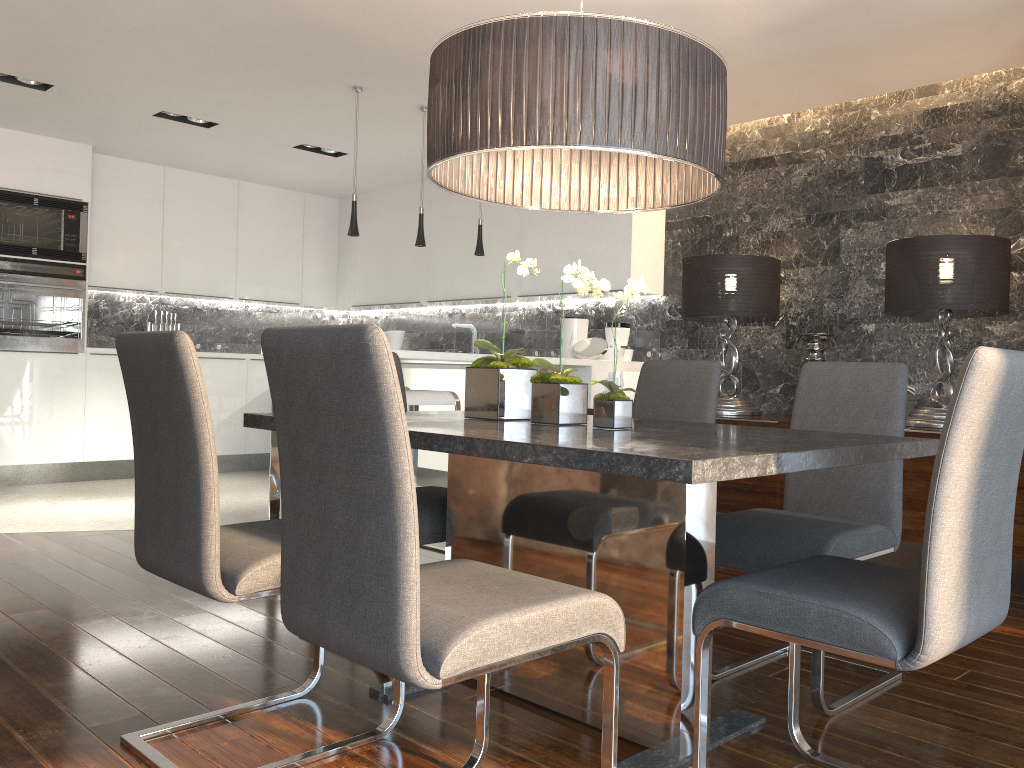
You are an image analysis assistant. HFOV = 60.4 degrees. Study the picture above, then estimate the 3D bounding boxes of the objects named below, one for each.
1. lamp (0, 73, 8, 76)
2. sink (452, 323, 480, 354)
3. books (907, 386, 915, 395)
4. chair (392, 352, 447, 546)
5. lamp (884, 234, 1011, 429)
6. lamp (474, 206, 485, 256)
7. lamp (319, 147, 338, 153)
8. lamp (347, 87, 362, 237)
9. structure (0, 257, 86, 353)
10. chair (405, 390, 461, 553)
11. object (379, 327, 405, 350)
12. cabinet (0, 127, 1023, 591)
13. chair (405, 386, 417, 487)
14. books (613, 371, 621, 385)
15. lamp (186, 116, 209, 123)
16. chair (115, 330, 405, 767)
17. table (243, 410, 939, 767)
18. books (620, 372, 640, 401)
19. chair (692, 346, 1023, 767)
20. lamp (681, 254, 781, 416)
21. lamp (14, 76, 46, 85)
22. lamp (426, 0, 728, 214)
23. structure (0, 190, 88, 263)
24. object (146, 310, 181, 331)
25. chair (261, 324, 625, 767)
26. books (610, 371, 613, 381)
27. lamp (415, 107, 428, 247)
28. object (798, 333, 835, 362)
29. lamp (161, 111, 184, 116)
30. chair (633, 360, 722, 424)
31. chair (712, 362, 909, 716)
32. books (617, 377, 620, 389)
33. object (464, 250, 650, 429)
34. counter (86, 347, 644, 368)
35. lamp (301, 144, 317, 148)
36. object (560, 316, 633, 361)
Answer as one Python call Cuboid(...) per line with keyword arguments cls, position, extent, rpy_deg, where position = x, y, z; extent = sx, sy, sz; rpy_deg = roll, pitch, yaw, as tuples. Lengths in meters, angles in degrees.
Cuboid(cls="lamp", position=(-2.932, -1.793, 4.990), extent=(0.186, 0.077, 0.167), rpy_deg=(1, 1, -45))
Cuboid(cls="sink", position=(-0.320, -0.218, 6.949), extent=(0.537, 0.520, 1.090), rpy_deg=(1, 1, -45))
Cuboid(cls="books", position=(1.973, 0.000, 4.768), extent=(0.339, 0.109, 0.259), rpy_deg=(1, 1, -35))
Cuboid(cls="chair", position=(-0.395, 0.367, 2.956), extent=(0.451, 0.964, 0.541), rpy_deg=(2, 0, -45))
Cuboid(cls="lamp", position=(2.200, -0.249, 4.473), extent=(0.613, 0.933, 0.572), rpy_deg=(2, 0, -18))
Cuboid(cls="lamp", position=(-0.200, -1.255, 5.708), extent=(0.061, 0.845, 0.055), rpy_deg=(2, 0, -45))
Cuboid(cls="lamp", position=(-1.343, -1.765, 6.560), extent=(0.172, 0.077, 0.182), rpy_deg=(2, 1, 16))
Cuboid(cls="lamp", position=(-0.894, -1.267, 5.023), extent=(0.061, 0.845, 0.055), rpy_deg=(2, 0, -45))
Cuboid(cls="structure", position=(-3.583, -0.565, 6.443), extent=(0.702, 0.651, 0.614), rpy_deg=(1, 0, -45))
Cuboid(cls="chair", position=(-0.509, 0.431, 4.276), extent=(0.443, 0.800, 0.407), rpy_deg=(2, 0, -45))
Cuboid(cls="object", position=(-0.759, -0.249, 4.813), extent=(0.198, 0.133, 0.414), rpy_deg=(1, 1, -44))
Cuboid(cls="cabinet", position=(-1.006, -0.441, 4.852), extent=(4.695, 2.500, 6.543), rpy_deg=(1, 1, -45))
Cuboid(cls="chair", position=(-0.856, 0.409, 5.289), extent=(0.443, 0.800, 0.407), rpy_deg=(2, 0, -45))
Cuboid(cls="books", position=(0.720, 0.041, 5.726), extent=(0.184, 0.244, 0.018), rpy_deg=(1, 0, -45))
Cuboid(cls="lamp", position=(-2.069, -1.778, 5.843), extent=(0.169, 0.077, 0.185), rpy_deg=(2, 1, 28))
Cuboid(cls="chair", position=(-0.598, 0.371, 2.112), extent=(0.603, 0.964, 0.404), rpy_deg=(2, 0, -45))
Cuboid(cls="table", position=(0.144, 0.491, 2.373), extent=(1.098, 0.760, 1.515), rpy_deg=(1, 1, -45))
Cuboid(cls="books", position=(0.767, 0.043, 5.712), extent=(0.185, 0.243, 0.022), rpy_deg=(1, 0, -45))
Cuboid(cls="chair", position=(0.725, 0.412, 1.799), extent=(0.451, 0.964, 0.541), rpy_deg=(2, 0, -45))
Cuboid(cls="lamp", position=(1.322, -0.284, 5.351), extent=(0.562, 0.933, 0.622), rpy_deg=(2, 0, 36))
Cuboid(cls="lamp", position=(-2.797, -1.790, 5.124), extent=(0.169, 0.077, 0.185), rpy_deg=(2, 1, 28))
Cuboid(cls="lamp", position=(0.190, -1.090, 2.395), extent=(0.836, 1.102, 0.772), rpy_deg=(2, 0, -21))
Cuboid(cls="structure", position=(-3.599, -1.131, 6.475), extent=(0.696, 0.450, 0.579), rpy_deg=(1, 1, -45))
Cuboid(cls="object", position=(-2.886, -0.440, 7.295), extent=(0.307, 0.336, 0.057), rpy_deg=(1, 0, -41))
Cuboid(cls="chair", position=(-0.130, 0.389, 1.642), extent=(0.603, 0.964, 0.404), rpy_deg=(2, 0, -45))
Cuboid(cls="books", position=(0.705, 0.040, 5.767), extent=(0.184, 0.244, 0.018), rpy_deg=(1, 0, -45))
Cuboid(cls="lamp", position=(-0.547, -1.261, 5.366), extent=(0.061, 0.845, 0.055), rpy_deg=(2, 0, -45))
Cuboid(cls="object", position=(1.720, -0.042, 4.992), extent=(0.207, 0.485, 0.209), rpy_deg=(2, 0, 3))
Cuboid(cls="lamp", position=(-2.205, -1.780, 5.709), extent=(0.186, 0.077, 0.167), rpy_deg=(1, 1, -45))
Cuboid(cls="chair", position=(0.424, 0.388, 3.122), extent=(0.603, 0.964, 0.404), rpy_deg=(2, 0, -45))
Cuboid(cls="chair", position=(0.892, 0.407, 2.652), extent=(0.603, 0.964, 0.404), rpy_deg=(2, 0, -45))
Cuboid(cls="books", position=(0.736, 0.061, 5.711), extent=(0.163, 0.205, 0.019), rpy_deg=(1, 0, -45))
Cuboid(cls="object", position=(0.149, -0.142, 2.488), extent=(0.544, 0.501, 0.327), rpy_deg=(2, 0, 41))
Cuboid(cls="counter", position=(-1.319, -0.197, 6.470), extent=(2.842, 0.041, 3.810), rpy_deg=(1, 1, -45))
Cuboid(cls="lamp", position=(-1.478, -1.768, 6.426), extent=(0.171, 0.077, 0.183), rpy_deg=(2, 1, 21))
Cuboid(cls="object", position=(0.634, -0.307, 6.003), extent=(0.604, 0.298, 0.394), rpy_deg=(1, 1, -33))
